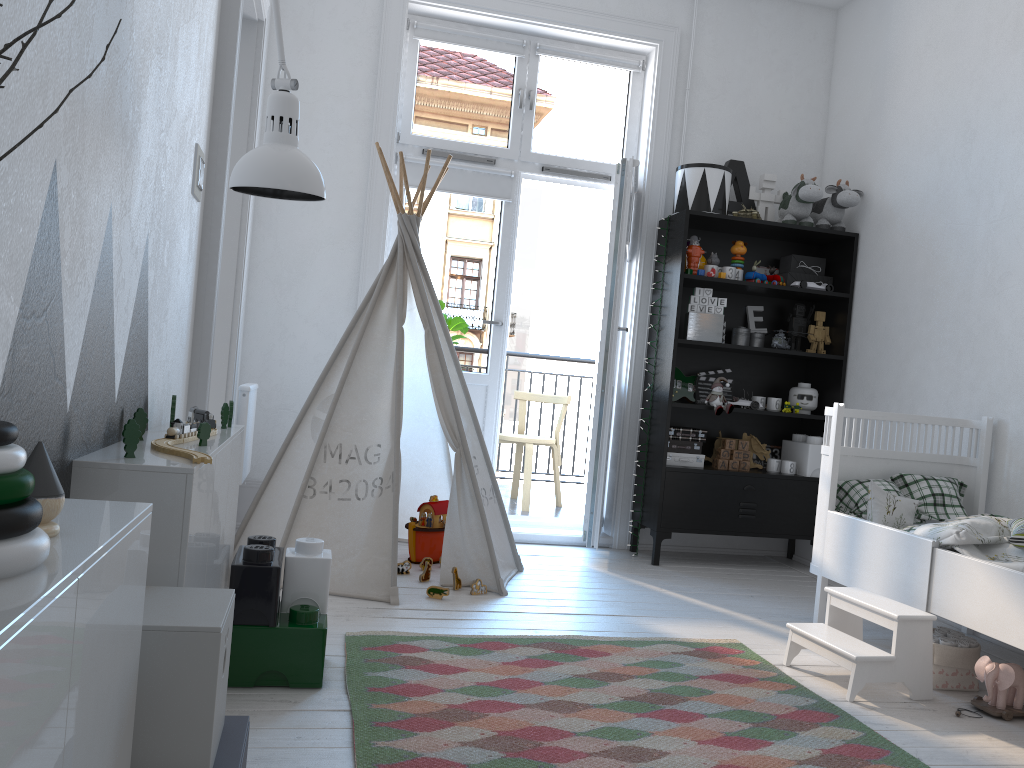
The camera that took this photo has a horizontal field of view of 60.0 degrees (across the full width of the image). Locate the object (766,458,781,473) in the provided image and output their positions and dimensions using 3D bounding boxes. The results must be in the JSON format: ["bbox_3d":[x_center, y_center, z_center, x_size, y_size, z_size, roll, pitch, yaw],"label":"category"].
[{"bbox_3d":[1.303,0.407,4.412,0.067,0.067,0.067,5,0,2],"label":"object"}]

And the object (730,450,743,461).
[{"bbox_3d":[1.097,0.348,4.345,0.050,0.050,0.050,5,0,-12],"label":"object"}]

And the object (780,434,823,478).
[{"bbox_3d":[1.484,0.358,4.477,0.132,0.199,0.267,5,0,-12],"label":"object"}]

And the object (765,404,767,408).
[{"bbox_3d":[1.306,0.118,4.553,0.163,0.034,0.069,5,0,-12],"label":"object"}]

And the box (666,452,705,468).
[{"bbox_3d":[0.816,0.366,4.375,0.216,0.062,0.179,5,0,-12],"label":"box"}]

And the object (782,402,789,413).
[{"bbox_3d":[1.343,0.113,4.346,0.031,0.054,0.042,6,1,38],"label":"object"}]

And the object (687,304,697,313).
[{"bbox_3d":[0.866,-0.363,4.266,0.040,0.040,0.040,5,0,3],"label":"object"}]

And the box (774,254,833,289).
[{"bbox_3d":[1.491,-0.552,4.520,0.251,0.189,0.179,5,0,-12],"label":"box"}]

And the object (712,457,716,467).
[{"bbox_3d":[1.024,0.391,4.386,0.050,0.050,0.050,5,0,-12],"label":"object"}]

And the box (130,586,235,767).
[{"bbox_3d":[-0.502,0.405,1.219,0.202,0.206,0.199,5,0,-12],"label":"box"}]

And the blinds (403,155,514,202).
[{"bbox_3d":[-0.270,-1.022,4.419,0.565,0.158,0.032,5,1,-12],"label":"blinds"}]

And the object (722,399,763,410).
[{"bbox_3d":[1.115,0.096,4.358,0.230,0.048,0.098,5,0,13],"label":"object"}]

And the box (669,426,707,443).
[{"bbox_3d":[0.827,0.244,4.375,0.216,0.062,0.179,5,0,-12],"label":"box"}]

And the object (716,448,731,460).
[{"bbox_3d":[1.038,0.343,4.352,0.050,0.050,0.050,5,0,-12],"label":"object"}]

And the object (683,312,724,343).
[{"bbox_3d":[0.927,-0.269,4.300,0.170,0.138,0.124,5,1,3],"label":"object"}]

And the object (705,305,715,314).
[{"bbox_3d":[0.949,-0.355,4.262,0.040,0.040,0.040,5,0,3],"label":"object"}]

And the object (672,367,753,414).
[{"bbox_3d":[0.977,0.040,4.506,0.542,0.239,0.093,5,1,-12],"label":"object"}]

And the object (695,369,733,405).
[{"bbox_3d":[1.025,0.013,4.489,0.201,0.199,0.048,5,1,-12],"label":"object"}]

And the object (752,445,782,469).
[{"bbox_3d":[1.266,0.375,4.610,0.347,0.120,0.034,5,1,-12],"label":"object"}]

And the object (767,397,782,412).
[{"bbox_3d":[1.298,0.102,4.390,0.067,0.067,0.067,5,0,2],"label":"object"}]

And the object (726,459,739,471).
[{"bbox_3d":[1.078,0.396,4.342,0.050,0.050,0.050,5,0,-7],"label":"object"}]

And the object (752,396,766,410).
[{"bbox_3d":[1.230,0.096,4.423,0.067,0.067,0.067,5,0,2],"label":"object"}]

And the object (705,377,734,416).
[{"bbox_3d":[0.990,0.058,4.210,0.110,0.186,0.129,5,1,-25],"label":"object"}]

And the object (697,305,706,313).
[{"bbox_3d":[0.905,-0.359,4.272,0.040,0.040,0.040,5,0,-7],"label":"object"}]

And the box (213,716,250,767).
[{"bbox_3d":[-0.515,0.636,1.232,0.254,0.259,0.251,5,0,-12],"label":"box"}]

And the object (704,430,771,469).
[{"bbox_3d":[1.139,0.336,4.490,0.337,0.186,0.111,5,1,3],"label":"object"}]

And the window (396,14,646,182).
[{"bbox_3d":[0.063,-1.438,4.498,1.263,0.660,0.101,5,1,-12],"label":"window"}]

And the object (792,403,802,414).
[{"bbox_3d":[1.409,0.119,4.384,0.042,0.054,0.031,6,1,33],"label":"object"}]

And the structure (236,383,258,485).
[{"bbox_3d":[-1.149,0.228,3.814,0.075,0.460,0.635,5,0,-16],"label":"structure"}]

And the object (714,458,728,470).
[{"bbox_3d":[1.021,0.391,4.329,0.050,0.050,0.050,5,0,-12],"label":"object"}]

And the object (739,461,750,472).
[{"bbox_3d":[1.143,0.402,4.357,0.050,0.050,0.050,5,1,18],"label":"object"}]

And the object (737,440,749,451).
[{"bbox_3d":[1.138,0.302,4.367,0.050,0.050,0.050,5,0,8],"label":"object"}]

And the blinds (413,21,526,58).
[{"bbox_3d":[-0.208,-1.713,4.410,0.565,0.087,0.032,5,1,-12],"label":"blinds"}]

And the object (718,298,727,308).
[{"bbox_3d":[1.010,-0.390,4.259,0.040,0.040,0.040,5,0,13],"label":"object"}]

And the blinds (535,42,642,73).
[{"bbox_3d":[0.397,-1.672,4.544,0.565,0.060,0.032,5,1,-12],"label":"blinds"}]

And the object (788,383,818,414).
[{"bbox_3d":[1.471,0.076,4.479,0.139,0.162,0.139,5,1,-37],"label":"object"}]

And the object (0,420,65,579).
[{"bbox_3d":[-0.452,0.083,0.724,0.148,0.113,0.231,5,0,-23],"label":"object"}]

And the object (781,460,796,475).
[{"bbox_3d":[1.363,0.413,4.370,0.067,0.067,0.067,5,0,2],"label":"object"}]

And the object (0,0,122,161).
[{"bbox_3d":[-0.291,-0.088,0.340,0.258,0.484,0.406,5,1,-14],"label":"object"}]

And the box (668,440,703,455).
[{"bbox_3d":[0.803,0.303,4.370,0.216,0.062,0.179,5,0,-12],"label":"box"}]

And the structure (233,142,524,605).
[{"bbox_3d":[-0.468,-0.117,3.628,1.143,1.750,1.143,5,1,-37],"label":"structure"}]

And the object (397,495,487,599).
[{"bbox_3d":[-0.282,0.627,3.602,0.385,0.284,0.856,5,0,-21],"label":"object"}]

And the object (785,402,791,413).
[{"bbox_3d":[1.373,0.115,4.407,0.042,0.054,0.031,5,1,-12],"label":"object"}]

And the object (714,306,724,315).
[{"bbox_3d":[0.995,-0.351,4.260,0.040,0.040,0.040,5,1,18],"label":"object"}]

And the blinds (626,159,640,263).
[{"bbox_3d":[0.587,-0.827,4.323,0.032,0.390,0.565,5,0,8],"label":"blinds"}]

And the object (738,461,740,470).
[{"bbox_3d":[1.137,0.401,4.415,0.050,0.050,0.050,5,0,-12],"label":"object"}]

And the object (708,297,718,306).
[{"bbox_3d":[0.966,-0.394,4.261,0.040,0.040,0.040,5,1,18],"label":"object"}]

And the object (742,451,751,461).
[{"bbox_3d":[1.144,0.352,4.383,0.050,0.050,0.050,5,0,-12],"label":"object"}]

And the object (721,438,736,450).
[{"bbox_3d":[1.061,0.295,4.348,0.050,0.050,0.050,5,0,-12],"label":"object"}]
